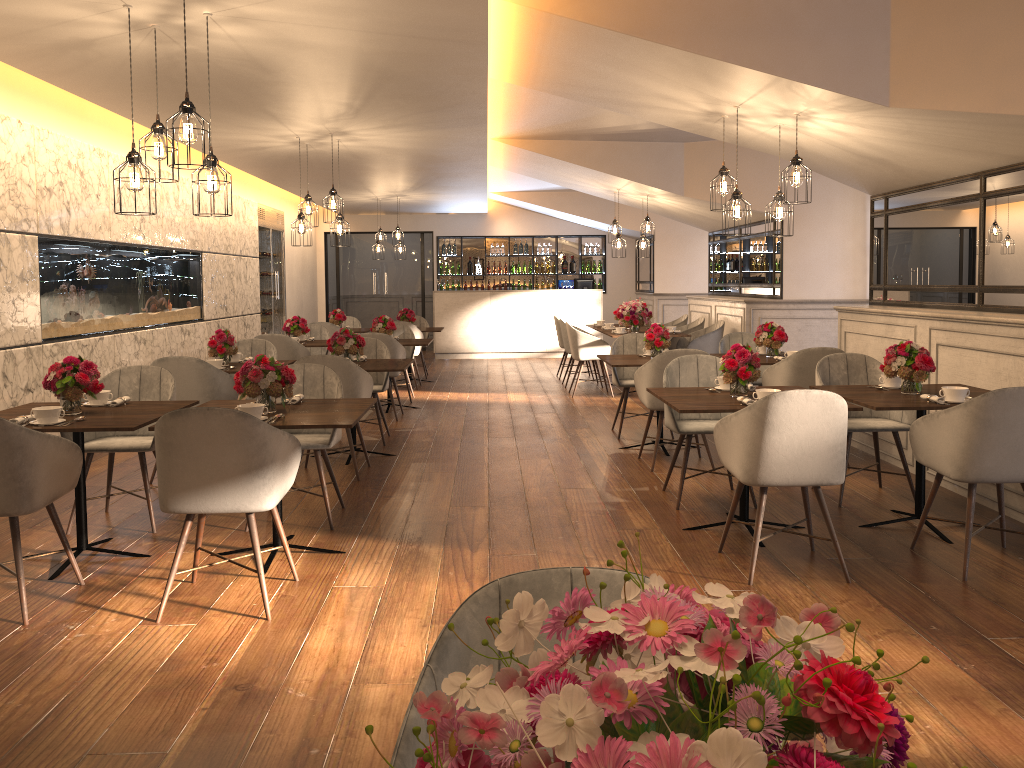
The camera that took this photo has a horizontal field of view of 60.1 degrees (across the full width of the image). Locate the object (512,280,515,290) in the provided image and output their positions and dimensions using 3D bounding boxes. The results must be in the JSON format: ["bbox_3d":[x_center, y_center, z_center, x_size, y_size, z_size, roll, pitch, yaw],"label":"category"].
[{"bbox_3d":[0.030,-1.919,17.335,0.065,0.260,0.066,-2,4,-23],"label":"object"}]

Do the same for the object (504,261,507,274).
[{"bbox_3d":[-0.124,-2.277,17.310,0.065,0.260,0.066,-2,4,-23],"label":"object"}]

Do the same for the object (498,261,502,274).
[{"bbox_3d":[-0.235,-2.276,17.307,0.065,0.260,0.066,-2,4,-23],"label":"object"}]

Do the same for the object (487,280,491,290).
[{"bbox_3d":[-0.452,-1.912,17.322,0.065,0.260,0.066,-2,4,-23],"label":"object"}]

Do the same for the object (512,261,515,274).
[{"bbox_3d":[0.027,-2.279,17.314,0.065,0.260,0.066,-2,4,-23],"label":"object"}]

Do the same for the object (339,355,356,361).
[{"bbox_3d":[-1.315,-0.222,7.130,0.148,0.072,0.149,-3,7,-24],"label":"object"}]

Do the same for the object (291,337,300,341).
[{"bbox_3d":[-2.252,-0.437,9.067,0.148,0.072,0.148,5,8,41],"label":"object"}]

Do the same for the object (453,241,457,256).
[{"bbox_3d":[-1.117,-2.655,17.229,0.075,0.309,0.075,-4,5,-45],"label":"object"}]

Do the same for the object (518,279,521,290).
[{"bbox_3d":[0.141,-1.920,17.338,0.065,0.260,0.066,-2,4,-23],"label":"object"}]

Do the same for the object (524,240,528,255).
[{"bbox_3d":[0.280,-2.673,17.267,0.075,0.309,0.075,0,4,9],"label":"object"}]

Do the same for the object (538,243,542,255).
[{"bbox_3d":[0.545,-2.638,17.277,0.070,0.235,0.041,-1,3,-2],"label":"object"}]

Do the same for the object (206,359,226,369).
[{"bbox_3d":[-2.180,-0.141,6.498,0.148,0.072,0.149,-3,7,-24],"label":"object"}]

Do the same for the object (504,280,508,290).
[{"bbox_3d":[-0.121,-1.917,17.331,0.065,0.260,0.066,-2,4,-23],"label":"object"}]

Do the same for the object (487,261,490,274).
[{"bbox_3d":[-0.456,-2.273,17.301,0.065,0.260,0.066,-2,4,-23],"label":"object"}]

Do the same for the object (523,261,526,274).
[{"bbox_3d":[0.248,-2.283,17.320,0.065,0.262,0.066,-2,4,-23],"label":"object"}]

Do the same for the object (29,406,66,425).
[{"bbox_3d":[-2.111,0.145,4.024,0.148,0.072,0.149,-3,7,-24],"label":"object"}]

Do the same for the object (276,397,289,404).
[{"bbox_3d":[-1.246,0.064,4.655,0.148,0.072,0.149,-3,7,-24],"label":"object"}]

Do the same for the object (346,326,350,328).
[{"bbox_3d":[-2.261,-0.780,12.171,0.056,0.039,0.176,-1,6,-2],"label":"object"}]

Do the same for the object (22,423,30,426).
[{"bbox_3d":[-2.191,0.169,4.032,0.025,0.024,0.193,-1,7,-2],"label":"object"}]

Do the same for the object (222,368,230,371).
[{"bbox_3d":[-2.103,-0.110,6.528,0.022,0.004,0.212,-1,7,-2],"label":"object"}]

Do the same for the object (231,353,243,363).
[{"bbox_3d":[-2.233,-0.211,7.105,0.148,0.072,0.149,-3,7,-24],"label":"object"}]

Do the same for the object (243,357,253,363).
[{"bbox_3d":[-2.119,-0.195,7.109,0.056,0.039,0.176,-1,6,-2],"label":"object"}]

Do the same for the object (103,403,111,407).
[{"bbox_3d":[-2.084,0.099,4.625,0.025,0.024,0.193,-1,7,-2],"label":"object"}]

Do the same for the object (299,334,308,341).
[{"bbox_3d":[-2.305,-0.507,9.673,0.148,0.072,0.148,5,8,41],"label":"object"}]

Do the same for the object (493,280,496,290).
[{"bbox_3d":[-0.342,-1.914,17.325,0.065,0.260,0.066,-2,4,-23],"label":"object"}]

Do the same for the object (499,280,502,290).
[{"bbox_3d":[-0.231,-1.915,17.328,0.065,0.260,0.066,-2,4,-23],"label":"object"}]

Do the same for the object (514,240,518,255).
[{"bbox_3d":[0.071,-2.670,17.261,0.075,0.309,0.075,2,4,31],"label":"object"}]

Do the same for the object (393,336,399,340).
[{"bbox_3d":[-1.273,-0.503,9.703,0.056,0.039,0.176,-1,6,-2],"label":"object"}]

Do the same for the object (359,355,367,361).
[{"bbox_3d":[-1.201,-0.207,7.134,0.056,0.039,0.176,-1,6,-2],"label":"object"}]

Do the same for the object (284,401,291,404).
[{"bbox_3d":[-1.166,0.087,4.650,0.025,0.024,0.193,-1,7,-2],"label":"object"}]

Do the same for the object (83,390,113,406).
[{"bbox_3d":[-2.164,0.075,4.630,0.148,0.072,0.149,-3,7,-24],"label":"object"}]

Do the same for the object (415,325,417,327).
[{"bbox_3d":[-1.343,-0.791,12.196,0.056,0.039,0.176,-1,6,-2],"label":"object"}]

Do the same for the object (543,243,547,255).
[{"bbox_3d":[0.645,-2.639,17.280,0.070,0.235,0.041,-1,3,-2],"label":"object"}]

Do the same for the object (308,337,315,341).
[{"bbox_3d":[-2.191,-0.492,9.678,0.056,0.039,0.176,-1,6,-2],"label":"object"}]

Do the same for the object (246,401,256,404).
[{"bbox_3d":[-1.358,0.096,4.635,0.043,0.015,0.198,-1,7,-5],"label":"object"}]

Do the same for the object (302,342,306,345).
[{"bbox_3d":[-2.140,-0.412,9.091,0.043,0.015,0.198,-1,7,-5],"label":"object"}]

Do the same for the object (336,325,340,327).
[{"bbox_3d":[-2.322,-0.725,11.560,0.148,0.072,0.148,5,8,41],"label":"object"}]

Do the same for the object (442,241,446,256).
[{"bbox_3d":[-1.325,-2.652,17.223,0.075,0.309,0.075,1,4,24],"label":"object"}]

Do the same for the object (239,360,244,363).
[{"bbox_3d":[-2.154,-0.187,7.099,0.025,0.024,0.193,-1,7,-2],"label":"object"}]

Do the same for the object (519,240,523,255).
[{"bbox_3d":[0.175,-2.671,17.264,0.075,0.309,0.075,0,4,9],"label":"object"}]

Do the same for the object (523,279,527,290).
[{"bbox_3d":[0.251,-1.921,17.341,0.065,0.260,0.066,-2,4,-23],"label":"object"}]

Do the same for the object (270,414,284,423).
[{"bbox_3d":[-1.080,0.158,4.073,0.043,0.015,0.198,-1,7,-5],"label":"object"}]

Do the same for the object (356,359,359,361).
[{"bbox_3d":[-1.235,-0.198,7.124,0.025,0.024,0.193,-1,7,-2],"label":"object"}]

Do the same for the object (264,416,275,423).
[{"bbox_3d":[-1.115,0.164,4.079,0.022,0.004,0.212,-1,7,-2],"label":"object"}]

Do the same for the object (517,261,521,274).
[{"bbox_3d":[0.137,-2.282,17.317,0.065,0.262,0.066,-2,4,-23],"label":"object"}]

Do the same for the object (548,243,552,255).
[{"bbox_3d":[0.746,-2.641,17.283,0.070,0.235,0.041,-1,3,-2],"label":"object"}]

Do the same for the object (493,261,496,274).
[{"bbox_3d":[-0.345,-2.275,17.304,0.065,0.260,0.066,-2,4,-23],"label":"object"}]

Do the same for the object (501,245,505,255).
[{"bbox_3d":[-0.180,-2.606,17.259,0.070,0.189,0.041,-1,3,-2],"label":"object"}]

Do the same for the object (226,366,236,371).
[{"bbox_3d":[-2.075,-0.116,6.522,0.043,0.015,0.198,0,7,2],"label":"object"}]

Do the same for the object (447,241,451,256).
[{"bbox_3d":[-1.221,-2.654,17.226,0.075,0.309,0.075,3,5,42],"label":"object"}]

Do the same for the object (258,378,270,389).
[{"bbox_3d":[-1.195,-0.004,4.237,0.049,0.052,0.078,-4,7,-35],"label":"object"}]

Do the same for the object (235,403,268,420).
[{"bbox_3d":[-1.193,0.133,4.049,0.148,0.072,0.149,-3,7,-24],"label":"object"}]

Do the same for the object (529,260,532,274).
[{"bbox_3d":[0.358,-2.285,17.323,0.065,0.262,0.066,-2,4,-23],"label":"object"}]

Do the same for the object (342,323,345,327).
[{"bbox_3d":[-2.375,-0.795,12.167,0.148,0.072,0.149,2,6,21],"label":"object"}]
